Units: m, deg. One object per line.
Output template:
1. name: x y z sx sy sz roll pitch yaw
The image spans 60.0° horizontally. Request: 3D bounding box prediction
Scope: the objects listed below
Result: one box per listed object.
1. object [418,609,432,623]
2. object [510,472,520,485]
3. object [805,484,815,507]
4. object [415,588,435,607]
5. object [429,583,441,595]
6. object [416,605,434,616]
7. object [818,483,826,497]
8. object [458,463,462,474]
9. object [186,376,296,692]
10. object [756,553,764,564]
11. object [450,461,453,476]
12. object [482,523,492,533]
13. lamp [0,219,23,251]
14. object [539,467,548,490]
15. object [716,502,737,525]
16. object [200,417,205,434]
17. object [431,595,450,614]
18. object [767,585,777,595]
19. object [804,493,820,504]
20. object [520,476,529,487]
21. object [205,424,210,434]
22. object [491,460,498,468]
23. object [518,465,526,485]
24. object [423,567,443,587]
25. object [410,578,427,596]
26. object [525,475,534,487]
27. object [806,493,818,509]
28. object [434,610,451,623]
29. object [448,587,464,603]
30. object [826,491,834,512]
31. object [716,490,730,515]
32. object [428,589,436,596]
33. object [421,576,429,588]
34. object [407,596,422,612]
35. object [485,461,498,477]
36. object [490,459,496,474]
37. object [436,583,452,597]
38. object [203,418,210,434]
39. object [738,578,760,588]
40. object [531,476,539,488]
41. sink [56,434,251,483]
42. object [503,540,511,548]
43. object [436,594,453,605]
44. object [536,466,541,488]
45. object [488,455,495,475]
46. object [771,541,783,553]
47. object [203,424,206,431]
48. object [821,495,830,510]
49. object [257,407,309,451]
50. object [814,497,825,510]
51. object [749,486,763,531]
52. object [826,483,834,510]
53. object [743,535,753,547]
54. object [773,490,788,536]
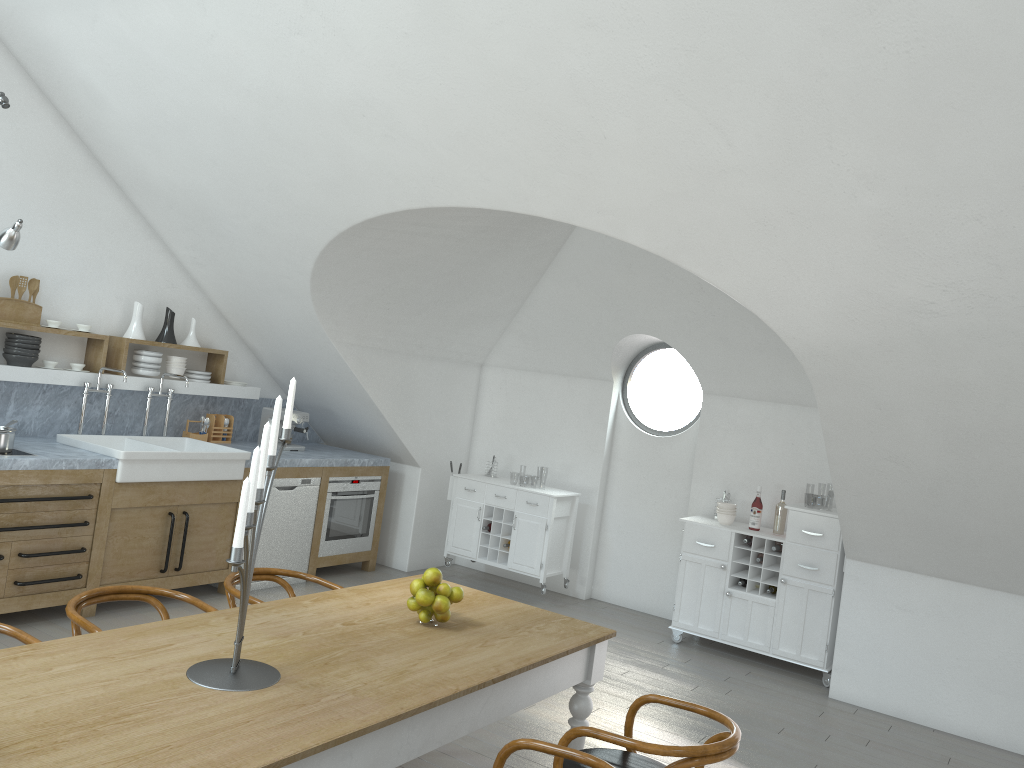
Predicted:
1. object: -0.326 0.873 3.332 0.050 0.050 0.051 7 -1 36
2. object: 0.018 0.793 7.406 0.081 0.105 0.082 9 -1 -44
3. object: 2.129 0.801 6.349 0.048 0.169 0.048 8 -2 -25
4. object: -0.324 0.796 3.301 0.071 0.064 0.072 7 -1 26
5. object: -0.293 0.783 3.403 0.053 0.051 0.052 8 -1 3
6. object: -0.328 0.858 3.400 0.080 0.074 0.078 8 -1 -13
7. object: 2.244 0.812 6.439 0.054 0.179 0.054 7 -2 27
8. object: -0.468 0.815 7.697 0.029 0.269 0.088 9 -2 -31
9. object: -0.742 0.416 2.664 0.266 0.876 0.774 8 -1 6
10. object: 1.848 1.271 6.480 0.085 0.085 0.330 7 0 32
11. object: -0.514 0.809 7.726 0.088 0.269 0.029 8 -2 6
12. object: -0.154 1.210 7.461 0.082 0.085 0.316 7 0 33
13. lamp: -2.730 -0.814 4.841 0.169 0.176 0.112 7 -1 25
14. object: 0.261 0.785 7.385 0.063 0.187 0.063 7 -2 18
15. object: 1.609 0.976 6.664 0.157 0.160 0.154 8 -1 -29
16. object: -2.406 0.349 6.870 0.040 0.192 0.042 8 -2 -20
17. object: -0.266 0.824 3.310 0.071 0.072 0.070 8 -1 -3
18. object: 1.901 1.478 6.412 0.081 0.081 0.358 7 0 30
19. object: 2.167 0.844 6.409 0.094 0.093 0.093 8 -1 -25
20. object: 0.101 0.815 7.394 0.077 0.085 0.077 8 -1 20
21. object: -2.367 0.367 6.857 0.044 0.179 0.019 7 -2 17
22. object: -0.173 0.734 7.819 0.097 0.137 0.029 7 -2 36
23. object: 0.085 0.770 7.458 0.048 0.169 0.048 7 -2 20
24. object: -0.301 0.734 3.368 0.072 0.074 0.072 7 -1 32
25. object: -0.356 0.774 3.365 0.066 0.071 0.072 8 -1 2
26. object: 0.154 0.818 7.470 0.094 0.093 0.093 8 -1 20
27. object: 2.116 0.832 6.267 0.081 0.105 0.082 8 -1 -19
28. object: -0.264 0.874 3.365 0.063 0.063 0.063 7 -1 44
29. object: -0.214 0.802 3.376 0.063 0.063 0.062 8 -1 -5
30. object: 2.253 0.829 6.272 0.046 0.143 0.046 6 -2 44
31. object: 1.650 0.936 6.908 0.115 0.209 0.065 7 -2 35
32. object: -0.302 0.815 3.447 0.051 0.053 0.053 7 -1 24
33. object: -0.321 0.763 3.446 0.062 0.059 0.062 7 -1 33
34. object: -0.367 0.828 3.340 0.060 0.056 0.059 7 -1 27
35. object: -0.181 0.752 7.812 0.101 0.138 0.066 7 -1 32
36. object: -0.163 0.721 7.793 0.039 0.164 0.024 6 -2 45
37. object: -0.258 0.779 3.345 0.053 0.057 0.058 9 -1 -43
38. object: -2.365 0.354 6.843 0.040 0.192 0.042 8 -2 -21
39. object: 1.760 1.455 6.511 0.156 0.085 0.330 8 0 33
40. object: 0.184 0.819 7.383 0.071 0.099 0.071 9 -1 -34
41. sink: -2.410 0.502 5.996 0.728 0.202 1.018 8 0 32
42. object: 0.019 1.337 7.383 0.082 0.083 0.316 7 0 32
43. object: -0.255 0.819 3.418 0.076 0.076 0.077 8 -1 -1
44. object: 0.230 0.785 7.440 0.054 0.179 0.054 8 -1 10
45. object: -0.182 0.717 7.823 0.039 0.175 0.054 7 -2 32
46. object: 1.943 1.176 6.414 0.088 0.085 0.359 7 0 32
47. object: -2.382 0.355 6.853 0.023 0.196 0.018 7 -2 27
48. object: 2.249 0.853 6.369 0.071 0.099 0.071 7 -1 41
49. object: -1.810 0.379 7.240 0.387 0.320 0.323 7 -1 32
50. object: 2.183 0.851 6.319 0.077 0.085 0.077 7 -1 40
51. object: 1.816 0.919 6.571 0.081 0.330 0.081 7 -2 28
52. object: 2.305 0.816 6.421 0.063 0.187 0.063 7 -2 19
53. object: 1.775 1.149 6.532 0.093 0.094 0.358 7 0 33
54. object: 1.964 0.939 6.469 0.085 0.331 0.085 8 -2 -9
